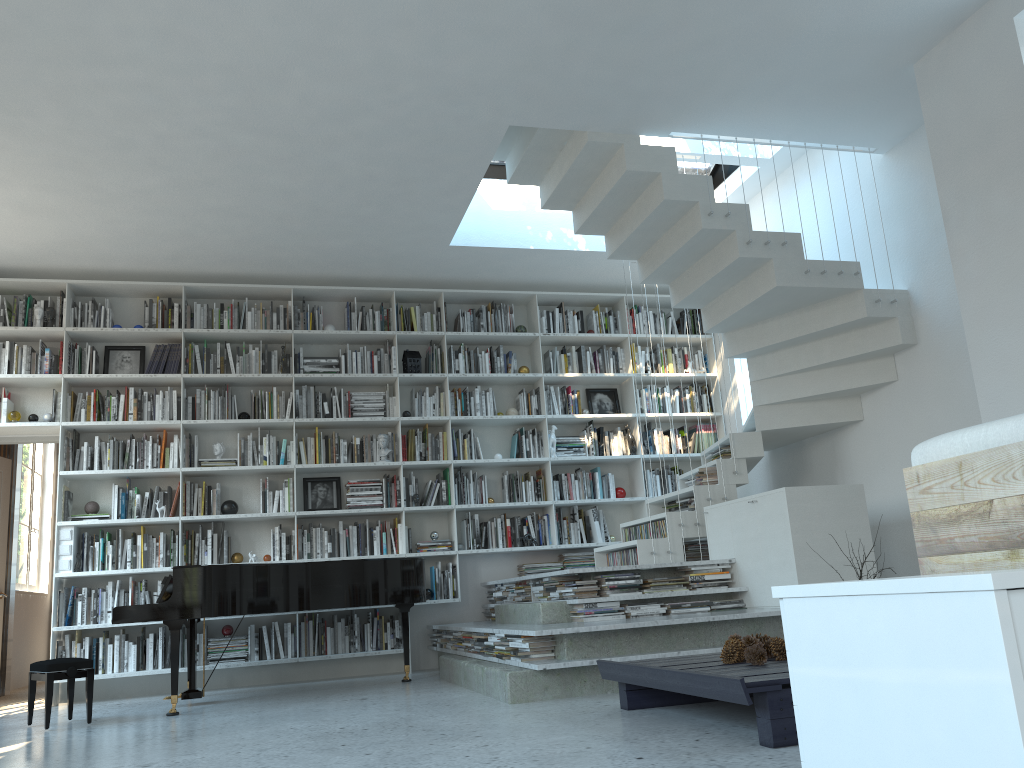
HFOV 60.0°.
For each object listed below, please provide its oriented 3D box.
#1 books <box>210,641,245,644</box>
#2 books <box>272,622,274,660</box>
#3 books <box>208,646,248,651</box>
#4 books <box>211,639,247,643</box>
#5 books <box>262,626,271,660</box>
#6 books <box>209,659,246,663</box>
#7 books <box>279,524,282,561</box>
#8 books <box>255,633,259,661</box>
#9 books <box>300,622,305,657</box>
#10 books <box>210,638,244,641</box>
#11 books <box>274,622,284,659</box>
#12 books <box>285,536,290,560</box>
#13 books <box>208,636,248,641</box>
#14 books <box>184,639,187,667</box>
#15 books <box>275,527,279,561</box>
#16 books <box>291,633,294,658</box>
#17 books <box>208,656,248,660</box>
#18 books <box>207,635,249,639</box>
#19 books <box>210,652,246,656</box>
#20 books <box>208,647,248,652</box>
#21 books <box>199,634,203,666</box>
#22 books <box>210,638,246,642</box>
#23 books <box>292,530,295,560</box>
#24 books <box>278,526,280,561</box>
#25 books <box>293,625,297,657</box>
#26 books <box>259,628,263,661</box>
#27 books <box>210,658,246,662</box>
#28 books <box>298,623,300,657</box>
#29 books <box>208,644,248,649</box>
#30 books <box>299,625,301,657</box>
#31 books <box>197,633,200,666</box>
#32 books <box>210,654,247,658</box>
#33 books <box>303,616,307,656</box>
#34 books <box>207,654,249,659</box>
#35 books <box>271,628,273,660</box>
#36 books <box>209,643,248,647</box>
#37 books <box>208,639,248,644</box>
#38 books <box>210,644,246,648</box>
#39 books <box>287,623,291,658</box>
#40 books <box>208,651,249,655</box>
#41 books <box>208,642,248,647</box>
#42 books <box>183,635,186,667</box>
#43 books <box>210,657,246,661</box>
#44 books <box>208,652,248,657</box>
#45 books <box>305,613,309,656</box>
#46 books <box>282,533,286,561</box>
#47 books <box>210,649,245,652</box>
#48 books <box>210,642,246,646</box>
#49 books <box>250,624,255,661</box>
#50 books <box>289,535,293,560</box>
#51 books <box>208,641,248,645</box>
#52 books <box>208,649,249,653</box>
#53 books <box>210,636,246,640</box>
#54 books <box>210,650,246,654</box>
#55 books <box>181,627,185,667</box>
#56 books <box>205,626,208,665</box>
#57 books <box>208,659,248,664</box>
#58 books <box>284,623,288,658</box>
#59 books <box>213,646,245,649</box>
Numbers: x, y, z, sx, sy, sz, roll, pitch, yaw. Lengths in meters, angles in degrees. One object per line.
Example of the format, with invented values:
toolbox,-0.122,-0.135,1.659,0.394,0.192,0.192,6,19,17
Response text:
books,-2.144,1.951,6.702,0.254,0.005,0.161,-1,-14,-12
books,-1.824,1.959,6.774,0.012,0.274,0.180,0,-14,-16
books,-2.143,1.996,6.701,0.285,0.007,0.160,0,-14,-16
books,-2.144,1.940,6.702,0.254,0.005,0.161,1,-15,-21
books,-1.872,1.972,6.768,0.062,0.252,0.178,0,-14,-16
books,-2.136,2.081,6.672,0.254,0.007,0.161,-1,-14,-12
books,-1.819,1.255,6.973,0.014,0.290,0.132,0,-14,-16
books,-1.940,1.997,6.742,0.029,0.201,0.178,0,-14,-16
books,-1.614,1.968,6.834,0.026,0.255,0.184,0,-14,-16
books,-2.148,1.932,6.715,0.254,0.005,0.161,0,-14,-16
books,-1.786,1.961,6.798,0.073,0.275,0.181,0,-14,-16
books,-1.770,1.304,6.987,0.031,0.194,0.142,0,-14,-16
books,-2.148,1.927,6.717,0.285,0.005,0.160,0,-14,-16
books,-2.425,2.004,6.618,0.025,0.197,0.160,0,-14,-16
books,-1.845,1.263,6.953,0.027,0.268,0.159,0,-14,-16
books,-1.688,2.007,6.813,0.024,0.179,0.172,0,-14,-16
books,-2.137,2.060,6.676,0.285,0.007,0.160,1,-14,-20
books,-2.146,1.913,6.708,0.285,0.005,0.160,-2,-14,-11
books,-2.138,2.034,6.683,0.254,0.007,0.161,1,-14,-20
books,-2.142,2.002,6.697,0.285,0.007,0.160,-1,-14,-15
books,-2.328,1.990,6.648,0.027,0.226,0.139,0,-14,-16
books,-2.147,1.937,6.714,0.254,0.005,0.161,0,-14,-16
books,-1.728,1.284,7.017,0.019,0.241,0.107,0,-14,-16
books,-1.831,1.262,6.972,0.010,0.276,0.156,0,-14,-16
books,-1.674,1.984,6.843,0.021,0.237,0.116,0,-14,-16
books,-1.917,1.982,6.765,0.028,0.237,0.136,0,-14,-16
books,-2.139,2.076,6.681,0.254,0.007,0.161,0,-14,-16
books,-1.648,1.974,6.845,0.012,0.253,0.161,0,-14,-16
books,-2.146,1.983,6.698,0.285,0.005,0.160,0,-14,-18
books,-1.637,1.983,6.849,0.010,0.237,0.134,0,-14,-16
books,-2.349,1.985,6.634,0.023,0.231,0.164,0,-14,-16
books,-2.136,2.047,6.680,0.254,0.007,0.161,1,-14,-20
books,-1.597,1.946,6.845,0.014,0.300,0.185,0,-14,-16
books,-2.135,2.053,6.676,0.285,0.007,0.160,-2,-14,-11
books,-1.836,1.982,6.773,0.011,0.231,0.174,0,-14,-16
books,-2.147,1.974,6.703,0.285,0.005,0.160,-1,-14,-15
books,-2.145,1.946,6.705,0.285,0.005,0.160,1,-14,-19
books,-2.147,1.979,6.701,0.254,0.005,0.161,0,-14,-17
books,-1.710,1.964,6.799,0.024,0.259,0.190,0,-14,-16
books,-2.138,2.027,6.684,0.285,0.007,0.160,1,-14,-20
books,-2.147,1.968,6.704,0.285,0.005,0.160,0,-14,-17
books,-2.444,1.990,6.621,0.012,0.230,0.138,0,-14,-16
books,-2.139,2.069,6.681,0.254,0.007,0.161,-1,-14,-15
books,-2.138,2.041,6.686,0.285,0.007,0.160,-1,-14,-14
books,-1.589,1.931,6.868,0.014,0.339,0.140,0,-14,-16
books,-1.794,1.286,6.963,0.029,0.220,0.153,0,-14,-16
books,-2.142,2.009,6.695,0.254,0.007,0.161,-1,-14,-15
books,-2.148,1.964,6.707,0.254,0.005,0.161,0,-14,-16
books,-1.975,1.969,6.752,0.031,0.265,0.145,0,-14,-16
books,-1.740,1.298,6.982,0.024,0.200,0.159,0,-14,-16
books,-2.146,1.956,6.700,0.285,0.005,0.160,1,-14,-20
books,-2.139,2.013,6.685,0.285,0.007,0.160,1,-15,-21
books,-2.148,1.921,6.715,0.254,0.005,0.161,-1,-14,-15
books,-2.141,2.022,6.692,0.254,0.007,0.161,-1,-14,-15
books,-2.457,1.963,6.621,0.012,0.284,0.160,0,-14,-16
books,-2.304,1.963,6.662,0.027,0.281,0.129,0,-14,-16
books,-2.138,2.089,6.679,0.285,0.007,0.160,0,-14,-16
books,-1.741,1.973,6.822,0.025,0.258,0.133,0,-14,-16
books,-2.146,1.990,6.701,0.254,0.005,0.161,0,-14,-16
